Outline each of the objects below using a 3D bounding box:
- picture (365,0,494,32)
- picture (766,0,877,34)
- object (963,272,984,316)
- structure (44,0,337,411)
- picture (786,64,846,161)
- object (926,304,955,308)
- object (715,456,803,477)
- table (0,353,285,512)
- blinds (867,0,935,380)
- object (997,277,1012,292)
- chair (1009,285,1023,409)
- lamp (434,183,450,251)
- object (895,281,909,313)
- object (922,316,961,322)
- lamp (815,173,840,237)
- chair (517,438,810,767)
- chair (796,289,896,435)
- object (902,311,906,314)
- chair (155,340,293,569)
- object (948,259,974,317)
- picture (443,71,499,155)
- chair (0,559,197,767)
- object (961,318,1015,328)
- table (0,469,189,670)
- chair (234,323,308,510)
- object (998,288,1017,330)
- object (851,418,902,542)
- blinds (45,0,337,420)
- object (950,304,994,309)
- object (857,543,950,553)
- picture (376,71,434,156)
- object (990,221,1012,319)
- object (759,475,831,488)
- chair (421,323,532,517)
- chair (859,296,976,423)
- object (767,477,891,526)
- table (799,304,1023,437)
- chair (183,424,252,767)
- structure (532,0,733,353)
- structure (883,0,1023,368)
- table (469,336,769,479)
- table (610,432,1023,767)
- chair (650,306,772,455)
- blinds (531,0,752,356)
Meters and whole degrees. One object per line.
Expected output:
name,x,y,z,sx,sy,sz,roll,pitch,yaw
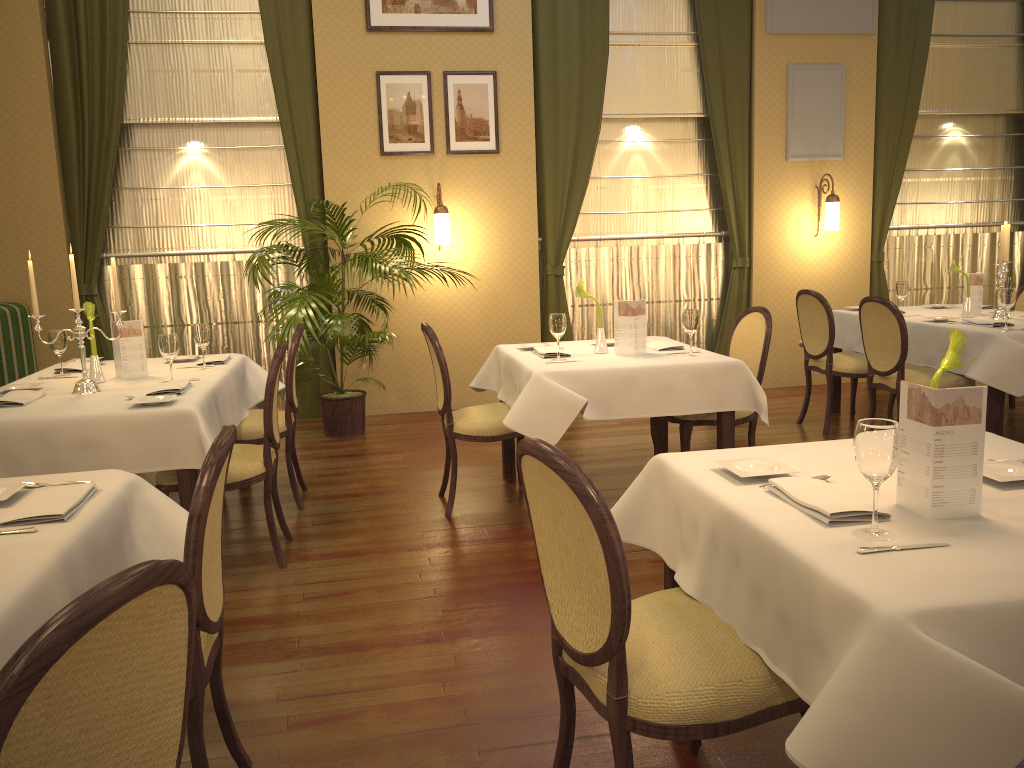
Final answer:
picture,-0.629,-3.183,6.608,0.966,1.057,0.027,-4,10,-10
picture,2.515,-3.383,7.158,0.966,1.057,0.027,-4,10,-10
object,3.012,-0.581,5.757,0.166,0.277,0.081,-9,12,-38
structure,-2.389,-1.928,6.670,1.942,4.511,0.123,-4,10,-10
picture,2.520,-2.245,7.340,0.512,0.769,0.027,-4,10,-10
object,3.054,-0.554,6.351,0.160,0.024,0.160,-4,10,-10
object,0.612,0.216,2.211,0.160,0.024,0.160,-4,10,-10
table,-1.841,0.349,4.292,1.385,0.759,2.152,-4,10,-10
blinds,3.952,-2.324,7.656,1.876,4.537,0.129,-4,10,-10
object,3.320,-0.608,5.987,0.088,0.229,0.088,5,12,37
chair,3.471,-0.247,6.195,0.571,0.955,0.530,-4,10,-10
lamp,-0.569,-1.275,6.768,0.114,0.513,0.323,-6,10,-21
object,2.606,-0.574,5.931,0.088,0.229,0.088,5,12,37
object,2.656,-0.398,5.492,0.160,0.024,0.160,-4,10,-10
lamp,2.572,-1.475,7.319,0.114,0.513,0.323,-6,10,-21
chair,0.322,0.563,1.961,0.571,0.955,0.530,-5,10,-20
chair,2.241,-0.177,6.030,0.571,0.955,0.530,-4,10,-10
object,2.584,-0.507,6.149,0.142,0.033,0.273,-4,10,-10
chair,-1.233,0.303,3.855,0.571,0.955,0.530,-4,10,-10
object,2.878,-0.615,5.677,0.163,0.375,0.076,0,10,12
picture,-0.312,-2.093,6.844,0.412,0.619,0.022,-4,10,-10
chair,-0.746,0.715,1.262,0.571,0.955,0.530,1,10,15
object,2.795,-0.359,5.213,0.142,0.033,0.273,-4,10,-10
table,-1.354,0.766,1.670,1.385,0.759,2.152,-4,10,-10
chair,-1.353,0.171,4.679,0.571,0.955,0.530,-4,10,-10
object,2.778,-0.422,4.978,0.088,0.229,0.088,5,12,37
object,0.713,0.186,1.736,0.088,0.229,0.088,4,11,31
blinds,-2.367,-1.923,6.558,1.934,4.537,0.225,-4,10,-11
object,3.259,-0.548,6.281,0.142,0.024,0.273,-4,10,-10
object,0.740,0.307,1.674,0.185,0.010,0.017,-3,10,-9
picture,-0.812,-2.061,6.756,0.412,0.619,0.022,-4,10,-10
object,3.046,-0.729,5.498,0.390,0.655,0.131,-11,13,-44
object,0.676,0.233,2.120,0.181,0.015,0.038,-3,9,-8
chair,-0.160,0.147,4.574,0.571,0.955,0.530,-4,10,-10
chair,2.381,-0.058,5.280,0.571,0.955,0.530,-4,10,-10
object,0.691,0.253,1.954,0.142,0.033,0.273,-4,10,-10
table,3.016,-0.071,5.813,1.385,0.759,2.152,-4,10,-10
chair,-0.897,0.590,2.052,0.571,0.955,0.530,-4,10,-10
structure,1.055,-2.147,7.269,1.900,4.511,0.134,-4,10,-10
structure,3.923,-2.329,7.773,1.898,4.511,0.137,-4,10,-10
table,0.536,0.198,4.705,1.389,0.759,1.395,-3,9,-8
table,1.023,0.615,2.084,1.389,0.759,1.395,-3,9,-8
chair,1.070,0.077,4.738,0.571,0.955,0.530,-4,10,-10
blinds,1.083,-2.141,7.153,1.878,4.537,0.129,-4,10,-10
